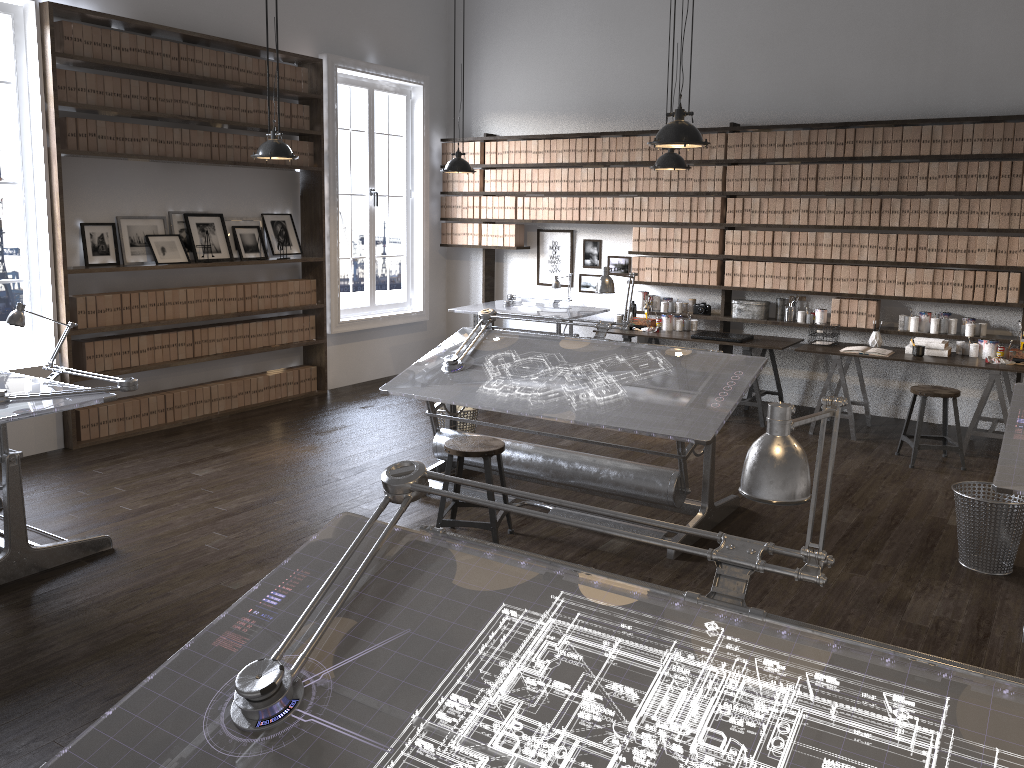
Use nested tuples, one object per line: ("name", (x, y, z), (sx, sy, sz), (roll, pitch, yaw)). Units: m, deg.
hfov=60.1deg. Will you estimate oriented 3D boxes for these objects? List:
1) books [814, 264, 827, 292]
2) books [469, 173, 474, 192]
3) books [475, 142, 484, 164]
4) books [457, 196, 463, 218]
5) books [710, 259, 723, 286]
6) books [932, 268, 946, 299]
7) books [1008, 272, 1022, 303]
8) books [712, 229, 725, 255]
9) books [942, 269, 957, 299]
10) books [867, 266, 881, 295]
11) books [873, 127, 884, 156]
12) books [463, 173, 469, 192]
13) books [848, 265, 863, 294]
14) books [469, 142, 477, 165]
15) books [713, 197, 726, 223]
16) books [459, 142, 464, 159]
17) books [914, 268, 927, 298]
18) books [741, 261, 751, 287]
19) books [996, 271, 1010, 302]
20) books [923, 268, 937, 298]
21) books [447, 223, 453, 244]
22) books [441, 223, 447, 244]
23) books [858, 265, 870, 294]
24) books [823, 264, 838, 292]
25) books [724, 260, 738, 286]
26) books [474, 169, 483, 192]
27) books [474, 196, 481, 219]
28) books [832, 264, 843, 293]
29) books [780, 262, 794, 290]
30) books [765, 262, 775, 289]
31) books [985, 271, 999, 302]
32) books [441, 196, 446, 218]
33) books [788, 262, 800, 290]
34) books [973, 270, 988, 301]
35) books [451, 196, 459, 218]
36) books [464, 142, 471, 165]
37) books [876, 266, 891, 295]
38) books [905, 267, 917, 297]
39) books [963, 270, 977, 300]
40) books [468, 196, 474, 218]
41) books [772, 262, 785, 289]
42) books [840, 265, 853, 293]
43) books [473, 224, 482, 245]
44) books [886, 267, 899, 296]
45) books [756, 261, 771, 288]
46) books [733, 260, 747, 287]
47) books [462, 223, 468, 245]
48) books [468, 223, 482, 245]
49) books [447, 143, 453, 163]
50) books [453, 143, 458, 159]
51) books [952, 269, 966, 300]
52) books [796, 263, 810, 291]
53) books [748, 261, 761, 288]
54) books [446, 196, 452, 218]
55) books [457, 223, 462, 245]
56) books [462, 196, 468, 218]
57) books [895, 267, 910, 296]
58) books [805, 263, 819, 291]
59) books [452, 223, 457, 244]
("books", (2.586, -0.890, 7.409), (0.067, 0.224, 0.175), (6, 11, 32))
("books", (-0.373, -2.109, 9.197), (0.067, 0.224, 0.175), (6, 11, 32))
("books", (-0.306, -2.372, 9.114), (0.067, 0.224, 0.175), (6, 11, 32))
("books", (-0.505, -1.857, 9.312), (0.067, 0.224, 0.175), (6, 11, 32))
("books", (1.830, -0.994, 7.887), (0.067, 0.224, 0.175), (6, 11, 32))
("books", (3.342, -0.786, 6.924), (0.067, 0.224, 0.175), (6, 11, 32))
("books", (3.773, -0.725, 6.645), (0.067, 0.224, 0.175), (6, 11, 32))
("books", (1.837, -1.259, 7.846), (0.067, 0.224, 0.175), (6, 11, 32))
("books", (3.402, -0.777, 6.886), (0.067, 0.224, 0.175), (6, 11, 32))
("books", (2.939, -0.841, 7.180), (0.067, 0.224, 0.175), (6, 11, 32))
("books", (2.928, -1.919, 7.045), (0.067, 0.224, 0.175), (6, 11, 32))
("books", (-0.433, -2.116, 9.228), (0.067, 0.224, 0.175), (6, 11, 32))
("books", (2.815, -0.857, 7.254), (0.067, 0.224, 0.175), (6, 11, 32))
("books", (-0.367, -2.380, 9.151), (0.067, 0.224, 0.175), (6, 11, 32))
("books", (1.842, -1.533, 7.815), (0.067, 0.224, 0.175), (6, 11, 32))
("books", (-0.482, -2.397, 9.231), (0.067, 0.224, 0.175), (6, 11, 32))
("books", (3.229, -0.801, 6.995), (0.067, 0.224, 0.175), (6, 11, 32))
("books", (2.064, -0.963, 7.744), (0.067, 0.224, 0.175), (6, 11, 32))
("books", (3.707, -0.734, 6.686), (0.067, 0.224, 0.175), (6, 11, 32))
("books", (3.283, -0.793, 6.956), (0.067, 0.224, 0.175), (6, 11, 32))
("books", (-0.618, -1.599, 9.419), (0.067, 0.224, 0.175), (6, 11, 32))
("books", (-0.678, -1.609, 9.464), (0.067, 0.224, 0.175), (6, 11, 32))
("books", (2.876, -0.849, 7.216), (0.067, 0.224, 0.175), (6, 11, 32))
("books", (2.646, -0.881, 7.364), (0.067, 0.224, 0.175), (6, 11, 32))
("books", (1.941, -0.978, 7.814), (0.067, 0.224, 0.175), (6, 11, 32))
("books", (-0.314, -2.101, 9.159), (0.067, 0.224, 0.175), (6, 11, 32))
("books", (-0.318, -1.832, 9.197), (0.067, 0.224, 0.175), (6, 11, 32))
("books", (2.711, -0.873, 7.329), (0.067, 0.224, 0.175), (6, 11, 32))
("books", (2.347, -0.922, 7.555), (0.067, 0.224, 0.175), (6, 11, 32))
("books", (2.240, -0.937, 7.627), (0.067, 0.224, 0.175), (6, 11, 32))
("books", (3.646, -0.744, 6.730), (0.067, 0.224, 0.175), (6, 11, 32))
("books", (-0.682, -1.881, 9.423), (0.067, 0.224, 0.175), (6, 11, 32))
("books", (2.407, -0.915, 7.523), (0.067, 0.224, 0.175), (6, 11, 32))
("books", (3.581, -0.752, 6.766), (0.067, 0.224, 0.175), (6, 11, 32))
("books", (-0.562, -1.866, 9.353), (0.067, 0.224, 0.175), (6, 11, 32))
("books", (-0.424, -2.389, 9.192), (0.067, 0.224, 0.175), (6, 11, 32))
("books", (2.999, -0.833, 7.145), (0.067, 0.224, 0.175), (6, 11, 32))
("books", (3.176, -0.808, 7.028), (0.067, 0.224, 0.175), (6, 11, 32))
("books", (3.521, -0.761, 6.811), (0.067, 0.224, 0.175), (6, 11, 32))
("books", (-0.383, -1.840, 9.233), (0.067, 0.224, 0.175), (6, 11, 32))
("books", (2.294, -0.931, 7.594), (0.067, 0.224, 0.175), (6, 11, 32))
("books", (2.765, -0.865, 7.292), (0.067, 0.224, 0.175), (6, 11, 32))
("books", (-0.325, -1.559, 9.234), (0.067, 0.224, 0.175), (6, 11, 32))
("books", (3.057, -0.825, 7.106), (0.067, 0.224, 0.175), (6, 11, 32))
("books", (2.178, -0.946, 7.664), (0.067, 0.224, 0.175), (6, 11, 32))
("books", (2.003, -0.970, 7.778), (0.067, 0.224, 0.175), (6, 11, 32))
("books", (-0.448, -1.575, 9.309), (0.067, 0.224, 0.175), (6, 11, 32))
("books", (-0.388, -1.567, 9.270), (0.067, 0.224, 0.175), (6, 11, 32))
("books", (-0.605, -2.413, 9.302), (0.067, 0.224, 0.175), (6, 11, 32))
("books", (-0.542, -2.405, 9.266), (0.067, 0.224, 0.175), (6, 11, 32))
("books", (3.459, -0.769, 6.845), (0.067, 0.224, 0.175), (6, 11, 32))
("books", (2.467, -0.907, 7.485), (0.067, 0.224, 0.175), (6, 11, 32))
("books", (2.122, -0.954, 7.705), (0.067, 0.224, 0.175), (6, 11, 32))
("books", (-0.622, -1.874, 9.391), (0.067, 0.224, 0.175), (6, 11, 32))
("books", (-0.499, -1.583, 9.346), (0.067, 0.224, 0.175), (6, 11, 32))
("books", (-0.443, -1.849, 9.277), (0.067, 0.224, 0.175), (6, 11, 32))
("books", (3.114, -0.816, 7.065), (0.067, 0.224, 0.175), (6, 11, 32))
("books", (2.524, -0.898, 7.444), (0.067, 0.224, 0.175), (6, 11, 32))
("books", (-0.553, -1.591, 9.384), (0.067, 0.224, 0.175), (6, 11, 32))
